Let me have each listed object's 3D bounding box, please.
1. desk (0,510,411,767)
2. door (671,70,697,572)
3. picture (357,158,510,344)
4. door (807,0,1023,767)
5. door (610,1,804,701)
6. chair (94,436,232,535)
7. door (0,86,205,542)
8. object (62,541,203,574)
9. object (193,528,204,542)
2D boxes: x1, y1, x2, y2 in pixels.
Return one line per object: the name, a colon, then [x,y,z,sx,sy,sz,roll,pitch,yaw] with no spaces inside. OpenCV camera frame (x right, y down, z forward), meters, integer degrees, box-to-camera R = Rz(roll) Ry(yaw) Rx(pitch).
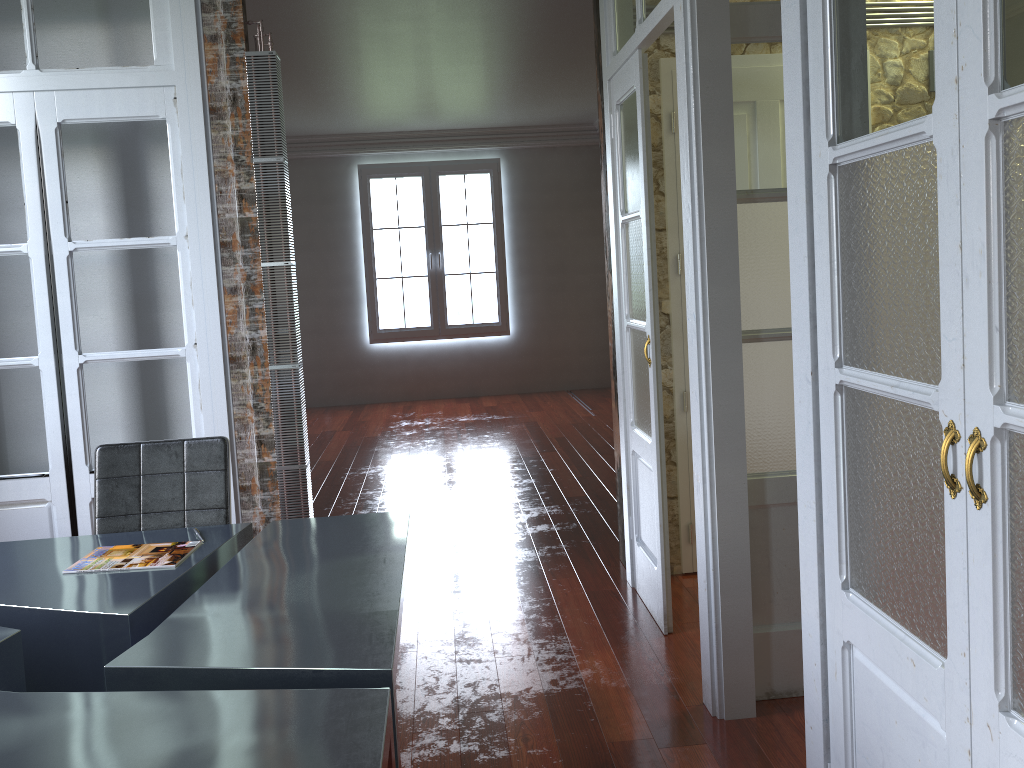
desk: [-0.956,0.883,1.964,1.446,0.651,1.721,-4,7,-5]
door: [1.170,-0.285,3.949,0.869,2.209,0.146,-4,4,-5]
picture: [-0.860,-1.482,9.874,1.580,1.980,0.128,-4,4,-5]
door: [0.699,0.106,1.332,0.041,2.170,1.062,-4,5,-4]
door: [0.585,-0.121,3.174,0.483,2.173,1.190,-6,5,-30]
chair: [-1.100,0.673,2.670,0.475,0.915,0.604,-4,5,-5]
door: [-1.735,-0.021,3.416,1.160,2.173,0.041,-4,4,-5]
object: [-1.066,0.491,2.507,0.307,0.012,0.225,-3,7,0]
object: [-0.948,0.457,2.681,0.011,0.011,0.149,-6,8,-28]
